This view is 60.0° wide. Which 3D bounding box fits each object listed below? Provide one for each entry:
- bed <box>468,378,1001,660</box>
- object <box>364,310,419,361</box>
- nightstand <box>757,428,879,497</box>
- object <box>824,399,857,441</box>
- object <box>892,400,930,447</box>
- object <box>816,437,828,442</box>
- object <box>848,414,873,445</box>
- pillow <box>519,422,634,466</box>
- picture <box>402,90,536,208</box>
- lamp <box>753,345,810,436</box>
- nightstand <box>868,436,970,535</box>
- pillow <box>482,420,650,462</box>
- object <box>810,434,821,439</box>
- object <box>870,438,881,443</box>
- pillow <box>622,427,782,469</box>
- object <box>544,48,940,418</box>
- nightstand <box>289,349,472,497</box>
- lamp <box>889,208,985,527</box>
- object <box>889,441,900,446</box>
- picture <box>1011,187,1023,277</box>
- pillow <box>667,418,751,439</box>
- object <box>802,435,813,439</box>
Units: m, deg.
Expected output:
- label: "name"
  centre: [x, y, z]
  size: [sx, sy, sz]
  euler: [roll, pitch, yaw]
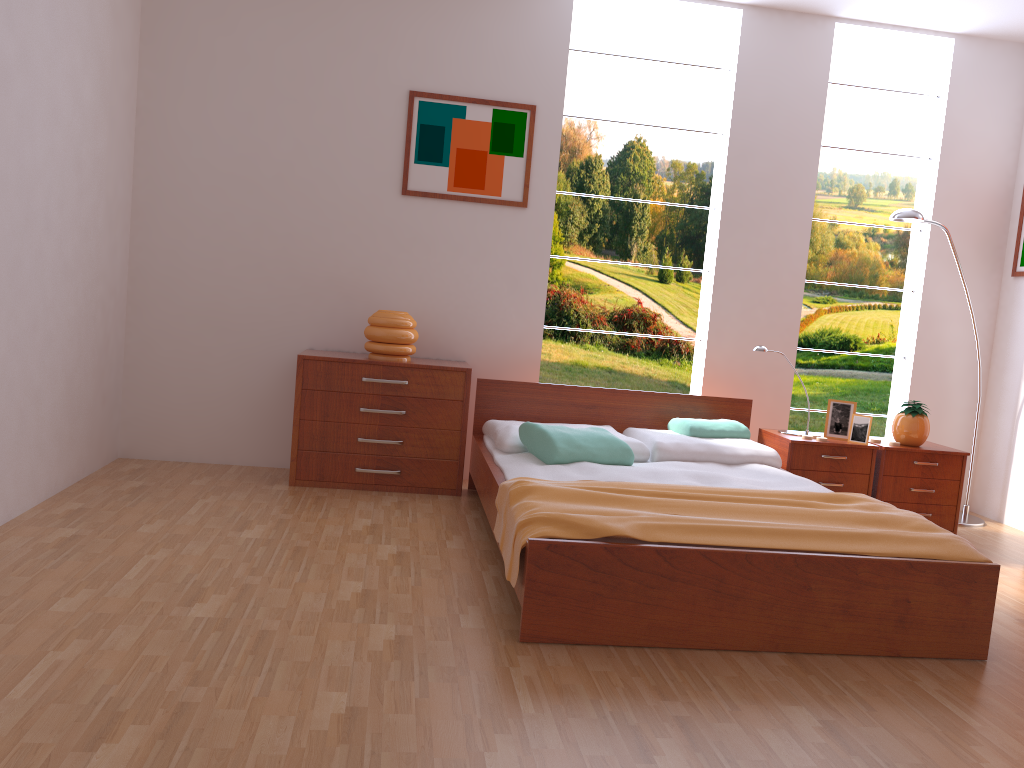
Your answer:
- label: "bed"
  centre: [0.701, 0.407, 3.543]
  size: [1.632, 0.560, 1.990]
  euler: [4, 5, -7]
- label: "object"
  centre: [-0.591, -0.237, 4.339]
  size: [0.264, 0.244, 0.264]
  euler: [6, 5, 9]
- label: "nightstand"
  centre: [1.472, 0.478, 4.355]
  size: [0.439, 0.442, 0.377]
  euler: [4, 5, -7]
- label: "object"
  centre: [1.595, 0.176, 4.308]
  size: [0.131, 0.191, 0.037]
  euler: [7, 6, 22]
- label: "object"
  centre: [1.950, 0.191, 4.331]
  size: [0.169, 0.223, 0.170]
  euler: [2, 6, -28]
- label: "object"
  centre: [1.469, 0.263, 4.203]
  size: [0.049, 0.018, 0.049]
  euler: [3, 5, -21]
- label: "object"
  centre: [1.654, 0.216, 4.212]
  size: [0.094, 0.137, 0.027]
  euler: [9, 6, 37]
- label: "pillow"
  centre: [0.272, 0.260, 3.779]
  size: [0.425, 0.164, 0.334]
  euler: [2, 6, -31]
- label: "picture"
  centre: [-0.218, -1.190, 4.514]
  size: [0.645, 0.517, 0.030]
  euler: [4, 5, -7]
- label: "lamp"
  centre: [1.335, 0.033, 4.337]
  size: [0.337, 0.421, 0.163]
  euler: [3, 5, -20]
- label: "nightstand"
  centre: [1.931, 0.513, 4.416]
  size: [0.439, 0.442, 0.377]
  euler: [4, 5, -7]
- label: "pillow"
  centre: [0.225, 0.266, 4.125]
  size: [0.682, 0.157, 0.574]
  euler: [4, 5, -14]
- label: "object"
  centre: [1.466, 0.255, 4.286]
  size: [0.049, 0.018, 0.049]
  euler: [3, 5, -21]
- label: "object"
  centre: [1.778, 0.279, 4.337]
  size: [0.049, 0.018, 0.049]
  euler: [3, 5, -21]
- label: "pillow"
  centre: [0.896, 0.316, 4.235]
  size: [0.630, 0.182, 0.574]
  euler: [4, 5, -9]
- label: "object"
  centre: [1.278, -0.773, 4.829]
  size: [2.205, 1.815, 0.033]
  euler: [4, 5, -7]
- label: "nightstand"
  centre: [-0.642, 0.186, 4.378]
  size: [0.815, 0.626, 0.428]
  euler: [4, 5, -7]
- label: "lamp"
  centre: [2.242, -0.065, 4.614]
  size: [0.799, 1.603, 0.387]
  euler: [2, 6, -34]
- label: "object"
  centre: [1.846, 0.290, 4.278]
  size: [0.049, 0.018, 0.049]
  euler: [3, 5, -21]
- label: "picture"
  centre: [2.802, -0.809, 4.504]
  size: [0.030, 0.517, 0.645]
  euler: [4, 5, -7]
- label: "pillow"
  centre: [0.951, 0.225, 4.306]
  size: [0.322, 0.116, 0.276]
  euler: [4, 5, -11]
- label: "object"
  centre: [1.410, 0.255, 4.235]
  size: [0.049, 0.018, 0.049]
  euler: [3, 5, -21]
